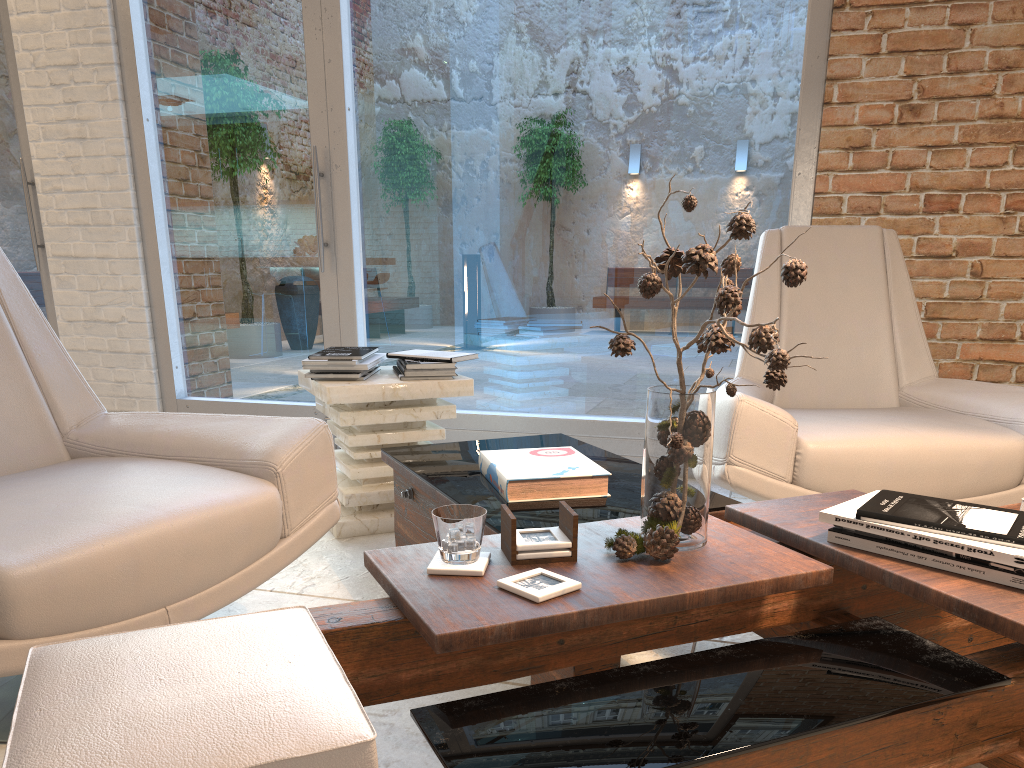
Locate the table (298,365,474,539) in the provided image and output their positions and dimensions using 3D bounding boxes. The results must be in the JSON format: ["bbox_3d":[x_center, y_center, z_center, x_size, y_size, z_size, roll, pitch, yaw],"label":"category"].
[{"bbox_3d":[-0.452,0.218,3.112,0.492,0.526,0.477,-6,14,-23],"label":"table"}]

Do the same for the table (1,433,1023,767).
[{"bbox_3d":[0.255,0.425,1.889,2.193,0.448,1.902,-3,9,-22],"label":"table"}]

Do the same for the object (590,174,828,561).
[{"bbox_3d":[0.295,0.003,1.356,0.316,0.633,0.519,-3,14,-12],"label":"object"}]

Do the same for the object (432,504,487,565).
[{"bbox_3d":[-0.086,0.251,1.440,0.090,0.088,0.088,-5,14,-23],"label":"object"}]

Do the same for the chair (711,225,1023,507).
[{"bbox_3d":[1.080,0.011,2.745,1.027,1.042,0.940,0,13,1],"label":"chair"}]

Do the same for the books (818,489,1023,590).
[{"bbox_3d":[0.775,0.258,1.517,0.246,0.078,0.392,-8,11,-41],"label":"books"}]

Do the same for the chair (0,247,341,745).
[{"bbox_3d":[-1.054,0.137,1.836,0.960,1.060,0.996,8,15,32],"label":"chair"}]

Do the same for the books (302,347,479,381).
[{"bbox_3d":[-0.396,-0.072,3.007,0.568,0.083,0.373,0,8,1],"label":"books"}]

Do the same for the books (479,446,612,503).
[{"bbox_3d":[0.073,0.220,2.171,0.254,0.059,0.314,-2,8,-13],"label":"books"}]

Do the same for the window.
[{"bbox_3d":[-2.322,-2.950,3.851,12.296,6.712,0.617,3,17,16],"label":"window"}]

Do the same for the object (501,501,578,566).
[{"bbox_3d":[0.046,0.256,1.503,0.114,0.086,0.090,-2,12,-11],"label":"object"}]

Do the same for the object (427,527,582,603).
[{"bbox_3d":[-0.012,0.293,1.414,0.248,0.036,0.261,-2,8,-11],"label":"object"}]
